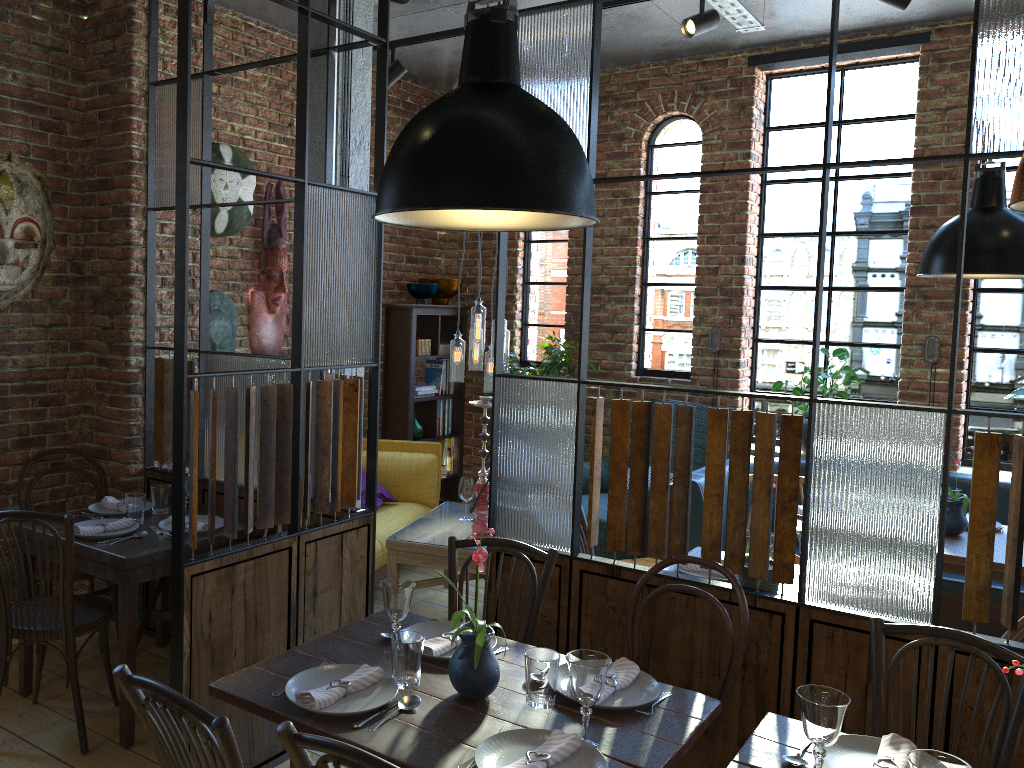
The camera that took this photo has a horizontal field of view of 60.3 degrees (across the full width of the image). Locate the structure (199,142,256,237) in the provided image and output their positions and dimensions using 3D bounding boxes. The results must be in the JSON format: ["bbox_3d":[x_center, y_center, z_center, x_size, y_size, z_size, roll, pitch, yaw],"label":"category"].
[{"bbox_3d":[-1.640,-1.094,4.969,0.154,0.520,0.509,4,5,32],"label":"structure"}]

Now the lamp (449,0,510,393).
[{"bbox_3d":[-0.198,-0.999,4.484,0.482,2.116,0.301,0,4,-32],"label":"lamp"}]

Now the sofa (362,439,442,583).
[{"bbox_3d":[-1.093,0.818,5.040,0.812,0.761,1.943,3,5,15],"label":"sofa"}]

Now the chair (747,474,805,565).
[{"bbox_3d":[1.088,0.894,3.514,0.541,1.004,0.447,2,4,5],"label":"chair"}]

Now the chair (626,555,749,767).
[{"bbox_3d":[0.385,0.996,2.530,0.524,0.919,0.459,-1,5,-40],"label":"chair"}]

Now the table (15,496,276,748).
[{"bbox_3d":[-1.538,0.939,3.717,0.784,0.726,0.718,5,5,33],"label":"table"}]

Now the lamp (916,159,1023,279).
[{"bbox_3d":[2.152,-1.144,3.941,0.505,1.324,0.554,-1,5,-40],"label":"lamp"}]

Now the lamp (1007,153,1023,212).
[{"bbox_3d":[1.008,-0.944,1.318,0.372,1.333,0.365,2,4,5],"label":"lamp"}]

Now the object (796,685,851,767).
[{"bbox_3d":[0.610,0.709,1.744,0.094,0.191,0.103,-1,5,-37],"label":"object"}]

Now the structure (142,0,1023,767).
[{"bbox_3d":[0.368,-0.031,0.513,6.011,3.321,5.877,3,5,16],"label":"structure"}]

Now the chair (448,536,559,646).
[{"bbox_3d":[-0.110,0.972,2.645,0.417,0.913,0.507,3,4,17],"label":"chair"}]

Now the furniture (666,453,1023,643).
[{"bbox_3d":[2.248,0.943,4.314,2.730,0.821,1.307,5,6,33],"label":"furniture"}]

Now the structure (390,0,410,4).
[{"bbox_3d":[-0.484,-1.764,3.724,0.180,0.267,0.170,1,4,-17],"label":"structure"}]

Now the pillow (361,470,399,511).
[{"bbox_3d":[-1.125,0.617,5.035,0.413,0.453,1.450,3,5,19],"label":"pillow"}]

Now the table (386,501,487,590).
[{"bbox_3d":[-0.151,1.003,4.688,0.773,0.507,0.910,3,5,17],"label":"table"}]

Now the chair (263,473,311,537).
[{"bbox_3d":[-1.006,0.842,3.438,0.465,1.004,0.520,3,4,19],"label":"chair"}]

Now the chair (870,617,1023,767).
[{"bbox_3d":[0.908,1.060,1.963,0.424,0.913,0.498,5,5,37],"label":"chair"}]

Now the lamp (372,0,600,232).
[{"bbox_3d":[-0.040,-1.039,2.019,0.504,1.324,0.555,-2,5,-45],"label":"lamp"}]

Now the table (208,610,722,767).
[{"bbox_3d":[-0.127,1.111,2.172,1.077,0.726,0.696,5,5,33],"label":"table"}]

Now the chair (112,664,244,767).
[{"bbox_3d":[-0.541,1.024,1.913,0.424,0.913,0.498,5,5,37],"label":"chair"}]

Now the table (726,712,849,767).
[{"bbox_3d":[0.856,1.195,1.517,1.077,0.726,0.696,5,5,33],"label":"table"}]

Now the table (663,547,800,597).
[{"bbox_3d":[0.868,1.063,3.051,0.784,0.726,0.718,5,5,33],"label":"table"}]

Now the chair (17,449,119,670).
[{"bbox_3d":[-2.039,0.795,4.086,0.419,0.919,0.575,-1,5,-36],"label":"chair"}]

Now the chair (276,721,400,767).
[{"bbox_3d":[-0.154,1.052,1.711,0.423,0.913,0.499,4,5,32],"label":"chair"}]

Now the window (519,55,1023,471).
[{"bbox_3d":[1.214,-0.738,4.926,8.552,2.426,3.436,2,4,1],"label":"window"}]

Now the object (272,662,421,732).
[{"bbox_3d":[-0.390,0.722,2.089,0.340,0.051,0.257,5,6,36],"label":"object"}]

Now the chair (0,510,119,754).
[{"bbox_3d":[-1.737,0.869,3.320,0.404,0.913,0.524,2,4,-3],"label":"chair"}]

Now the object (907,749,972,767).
[{"bbox_3d":[0.718,0.734,1.490,0.097,0.191,0.100,1,4,-10],"label":"object"}]

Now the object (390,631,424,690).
[{"bbox_3d":[-0.260,0.682,2.175,0.086,0.119,0.082,3,4,15],"label":"object"}]

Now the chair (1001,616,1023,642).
[{"bbox_3d":[1.324,1.011,2.657,0.419,0.919,0.575,-1,5,-36],"label":"chair"}]

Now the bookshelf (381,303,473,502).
[{"bbox_3d":[-0.643,0.255,6.453,0.331,1.665,0.781,4,5,32],"label":"bookshelf"}]

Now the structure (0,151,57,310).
[{"bbox_3d":[-2.299,-0.693,3.959,0.132,0.725,0.564,4,5,31],"label":"structure"}]

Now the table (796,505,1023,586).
[{"bbox_3d":[2.100,1.039,4.103,1.609,0.660,0.788,5,5,33],"label":"table"}]

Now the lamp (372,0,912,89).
[{"bbox_3d":[0.371,-1.458,0.919,7.553,0.273,5.997,5,6,33],"label":"lamp"}]

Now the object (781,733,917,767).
[{"bbox_3d":[0.743,0.778,1.808,0.340,0.051,0.257,5,6,36],"label":"object"}]

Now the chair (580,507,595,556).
[{"bbox_3d":[0.394,0.927,3.329,0.543,0.913,0.389,4,4,28],"label":"chair"}]

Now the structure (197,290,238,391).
[{"bbox_3d":[-1.691,-0.213,4.989,0.108,0.638,0.351,4,5,33],"label":"structure"}]

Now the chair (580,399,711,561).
[{"bbox_3d":[0.717,0.666,5.438,0.988,1.096,0.844,-1,5,-33],"label":"chair"}]

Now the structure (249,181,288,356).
[{"bbox_3d":[-1.483,-0.653,5.384,0.223,1.144,0.231,1,4,-12],"label":"structure"}]
